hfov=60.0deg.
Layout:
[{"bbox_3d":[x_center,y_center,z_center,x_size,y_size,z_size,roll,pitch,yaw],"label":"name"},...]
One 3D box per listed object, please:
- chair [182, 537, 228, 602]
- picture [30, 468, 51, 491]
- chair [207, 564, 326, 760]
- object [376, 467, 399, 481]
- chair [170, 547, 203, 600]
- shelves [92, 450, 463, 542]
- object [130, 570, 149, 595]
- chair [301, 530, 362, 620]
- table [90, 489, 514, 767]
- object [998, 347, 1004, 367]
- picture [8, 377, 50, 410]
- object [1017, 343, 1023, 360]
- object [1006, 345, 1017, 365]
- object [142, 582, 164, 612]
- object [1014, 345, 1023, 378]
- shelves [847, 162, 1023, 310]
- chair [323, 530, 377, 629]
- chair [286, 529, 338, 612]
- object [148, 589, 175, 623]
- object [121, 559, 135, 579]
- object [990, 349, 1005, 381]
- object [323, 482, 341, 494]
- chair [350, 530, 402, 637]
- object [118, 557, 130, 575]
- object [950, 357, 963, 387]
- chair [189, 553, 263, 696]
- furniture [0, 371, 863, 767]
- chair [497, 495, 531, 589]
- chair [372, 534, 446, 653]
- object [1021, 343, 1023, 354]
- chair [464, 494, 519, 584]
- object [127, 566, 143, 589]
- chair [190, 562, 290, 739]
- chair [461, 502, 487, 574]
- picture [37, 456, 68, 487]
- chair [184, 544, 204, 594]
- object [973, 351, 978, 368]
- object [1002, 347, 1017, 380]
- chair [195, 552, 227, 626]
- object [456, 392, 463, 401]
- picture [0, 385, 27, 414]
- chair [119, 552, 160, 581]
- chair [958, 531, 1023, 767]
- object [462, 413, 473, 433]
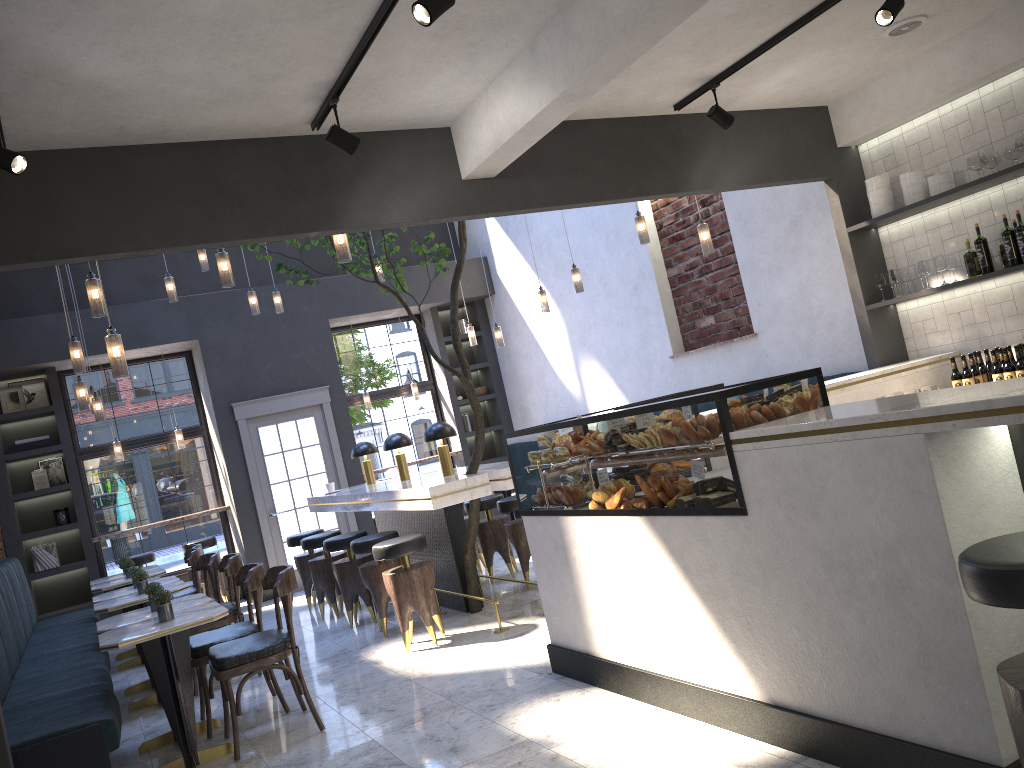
[{"bbox_3d":[-3.396,2.138,9.850,0.371,0.821,0.371,-14,-2,26],"label":"chair"},{"bbox_3d":[-5.126,1.042,9.643,0.161,0.227,0.049,-12,-2,-26],"label":"picture"},{"bbox_3d":[-1.350,1.460,4.774,0.521,0.851,0.539,-12,-2,-26],"label":"chair"},{"bbox_3d":[-1.240,0.905,8.920,0.175,0.097,0.302,-11,-3,-36],"label":"object"},{"bbox_3d":[-2.955,1.946,7.920,0.521,0.851,0.539,-12,-2,-26],"label":"chair"},{"bbox_3d":[-2.646,1.299,10.636,4.399,0.043,0.385,-12,-2,-27],"label":"shelves"},{"bbox_3d":[-2.586,1.380,6.190,0.123,0.165,0.118,-14,-2,41],"label":"object"},{"bbox_3d":[-1.625,1.703,7.904,0.370,0.737,0.372,-12,-2,-36],"label":"chair"},{"bbox_3d":[-0.887,1.505,7.326,4.595,0.751,4.835,-12,-2,-27],"label":"table"},{"bbox_3d":[2.971,-0.082,5.333,0.069,0.279,0.069,-12,-2,-25],"label":"object"},{"bbox_3d":[-5.284,0.133,9.711,0.361,0.369,0.055,-12,-2,-27],"label":"picture"},{"bbox_3d":[3.068,-0.106,5.300,0.069,0.279,0.069,-12,-2,-20],"label":"object"},{"bbox_3d":[3.036,-0.096,5.366,0.069,0.279,0.069,-14,-2,40],"label":"object"},{"bbox_3d":[-2.048,1.215,5.084,0.123,0.165,0.118,-14,-2,41],"label":"object"},{"bbox_3d":[2.971,-0.089,5.165,0.069,0.279,0.069,-11,-2,-40],"label":"object"},{"bbox_3d":[3.276,-1.053,4.547,0.300,0.580,3.604,-12,-2,-27],"label":"shelves"},{"bbox_3d":[-1.297,1.605,7.299,0.372,0.737,0.370,-13,-2,16],"label":"chair"},{"bbox_3d":[-1.915,1.794,8.546,0.372,0.737,0.370,-13,-2,16],"label":"chair"},{"bbox_3d":[-1.795,1.138,4.565,0.123,0.165,0.118,-14,-2,41],"label":"object"},{"bbox_3d":[-3.359,1.617,7.777,0.123,0.165,0.118,-14,-2,41],"label":"object"},{"bbox_3d":[2.904,-0.069,5.299,0.069,0.279,0.069,-14,-2,25],"label":"object"},{"bbox_3d":[-1.754,1.010,8.618,0.175,0.098,0.205,-12,-2,-22],"label":"object"},{"bbox_3d":[-0.964,1.506,6.691,0.372,0.737,0.370,-13,-2,0],"label":"chair"},{"bbox_3d":[-3.611,1.694,8.296,0.123,0.165,0.118,-14,-2,41],"label":"object"},{"bbox_3d":[2.785,-0.032,5.545,0.069,0.279,0.069,-14,-2,25],"label":"object"},{"bbox_3d":[-2.123,1.697,6.362,0.521,0.851,0.539,-12,-2,-26],"label":"chair"},{"bbox_3d":[-0.949,1.316,7.372,6.016,1.151,5.346,-12,-2,-27],"label":"furniture"},{"bbox_3d":[0.130,1.278,7.253,0.372,0.737,0.370,-13,-2,16],"label":"chair"},{"bbox_3d":[-0.696,1.420,6.043,0.372,0.737,0.370,-13,-2,16],"label":"chair"},{"bbox_3d":[3.036,-0.102,5.199,0.069,0.279,0.069,-12,-2,-25],"label":"object"},{"bbox_3d":[-0.175,1.371,7.879,0.372,0.737,0.370,-13,-2,16],"label":"chair"},{"bbox_3d":[-2.839,1.458,6.709,0.123,0.165,0.118,-14,-2,41],"label":"object"},{"bbox_3d":[-1.654,1.548,5.263,0.521,0.851,0.539,-12,-2,-26],"label":"chair"},{"bbox_3d":[-0.480,1.465,8.505,0.372,0.737,0.370,-13,-2,16],"label":"chair"},{"bbox_3d":[-5.036,0.974,9.725,0.247,0.326,0.044,-12,-2,-27],"label":"picture"},{"bbox_3d":[-3.147,2.011,8.468,0.521,0.851,0.497,-12,-2,-28],"label":"chair"},{"bbox_3d":[2.981,-0.073,5.646,0.070,0.279,0.069,-13,-2,5],"label":"object"},{"bbox_3d":[2.937,-0.079,5.232,0.069,0.279,0.069,-14,-2,40],"label":"object"},{"bbox_3d":[-2.453,1.792,6.897,0.521,0.851,0.539,-12,-2,-33],"label":"chair"},{"bbox_3d":[-0.712,0.168,11.727,0.117,0.119,0.116,-14,-2,39],"label":"object"},{"bbox_3d":[-5.408,0.183,9.605,0.230,0.313,0.061,-12,-2,-27],"label":"picture"},{"bbox_3d":[-3.970,2.259,9.579,0.372,0.821,0.370,-14,-2,26],"label":"chair"},{"bbox_3d":[1.310,0.766,2.022,0.371,0.821,0.371,-14,-2,26],"label":"chair"},{"bbox_3d":[-0.591,0.512,11.687,0.098,0.248,0.098,-13,-2,12],"label":"object"}]
